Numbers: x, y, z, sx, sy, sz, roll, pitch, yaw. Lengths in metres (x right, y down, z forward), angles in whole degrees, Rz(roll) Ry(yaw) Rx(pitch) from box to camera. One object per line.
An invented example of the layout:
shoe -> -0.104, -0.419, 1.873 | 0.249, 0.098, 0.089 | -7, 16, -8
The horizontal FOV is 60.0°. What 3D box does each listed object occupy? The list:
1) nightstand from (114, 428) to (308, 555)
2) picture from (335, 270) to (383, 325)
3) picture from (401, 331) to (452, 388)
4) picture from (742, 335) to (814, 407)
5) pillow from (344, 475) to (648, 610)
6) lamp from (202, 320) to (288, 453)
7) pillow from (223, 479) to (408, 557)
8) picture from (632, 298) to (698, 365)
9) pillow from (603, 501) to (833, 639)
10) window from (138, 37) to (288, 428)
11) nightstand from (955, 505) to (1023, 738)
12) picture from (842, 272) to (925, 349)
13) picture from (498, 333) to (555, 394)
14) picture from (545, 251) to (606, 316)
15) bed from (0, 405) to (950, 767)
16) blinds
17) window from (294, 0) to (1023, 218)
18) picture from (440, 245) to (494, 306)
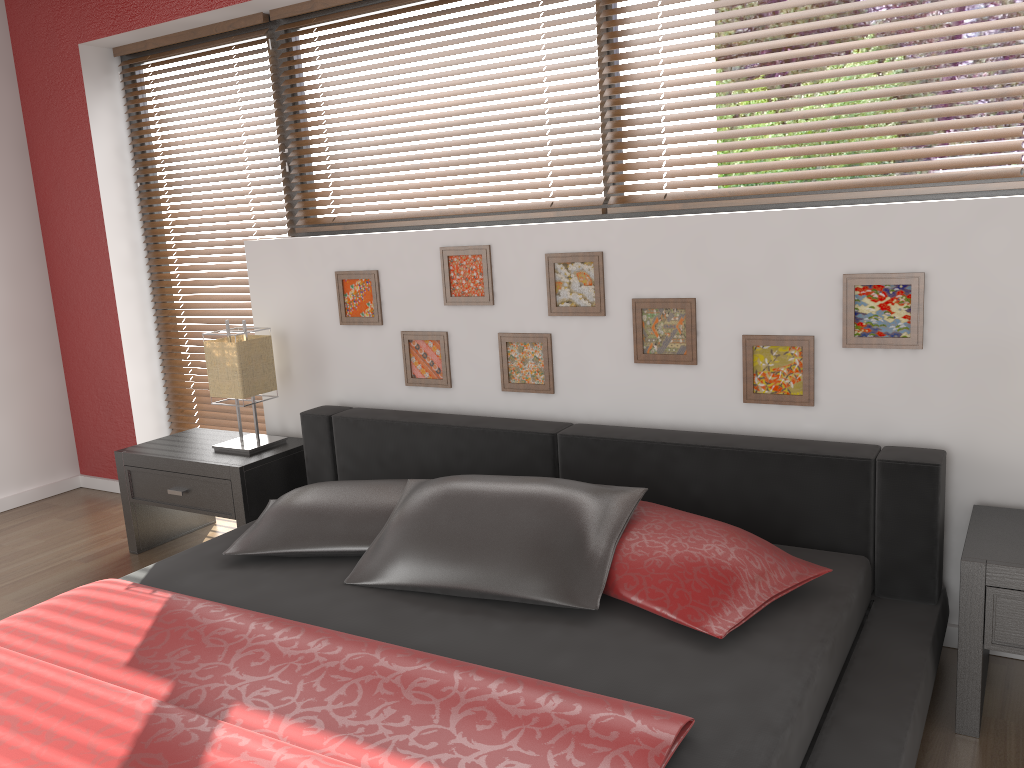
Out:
nightstand -> -1.151, 0.449, 3.505 | 0.700, 0.423, 0.413 | 3, 13, 31
picture -> -0.564, -0.316, 3.266 | 0.200, 0.200, 0.010 | 3, 13, 31
picture -> -0.306, -0.088, 3.163 | 0.200, 0.200, 0.010 | 3, 13, 31
picture -> 0.758, -0.040, 2.529 | 0.200, 0.200, 0.010 | 3, 13, 31
pillow -> -0.056, 0.382, 2.325 | 0.744, 0.241, 0.386 | 2, 12, 26
lamp -> -1.023, -0.005, 3.372 | 0.200, 0.480, 0.200 | 3, 13, 31
pillow -> -0.449, 0.394, 2.669 | 0.745, 0.172, 0.418 | -2, 11, 6
picture -> 0.461, -0.159, 2.682 | 0.200, 0.200, 0.010 | 3, 13, 31
pillow -> 0.361, 0.422, 2.248 | 0.418, 0.172, 0.745 | -12, 14, -39
window -> -1.309, -0.562, 4.083 | 0.889, 1.893, 0.020 | 3, 13, 31
nightstand -> 1.405, 0.574, 1.986 | 0.700, 0.423, 0.413 | 3, 13, 31
picture -> 0.984, -0.194, 2.357 | 0.200, 0.200, 0.010 | 3, 13, 31
picture -> 0.047, -0.070, 2.953 | 0.200, 0.200, 0.010 | 3, 13, 31
picture -> 0.199, -0.315, 2.804 | 0.200, 0.200, 0.010 | 3, 13, 31
bed -> -0.509, 0.623, 1.965 | 2.469, 0.577, 2.413 | 3, 13, 31
blinds -> 0.332, -0.432, 3.037 | 4.840, 1.952, 0.032 | 3, 13, 31
window -> 0.334, -1.012, 2.984 | 2.817, 0.786, 0.020 | 3, 13, 31
picture -> -0.154, -0.367, 3.006 | 0.200, 0.200, 0.010 | 3, 13, 31
